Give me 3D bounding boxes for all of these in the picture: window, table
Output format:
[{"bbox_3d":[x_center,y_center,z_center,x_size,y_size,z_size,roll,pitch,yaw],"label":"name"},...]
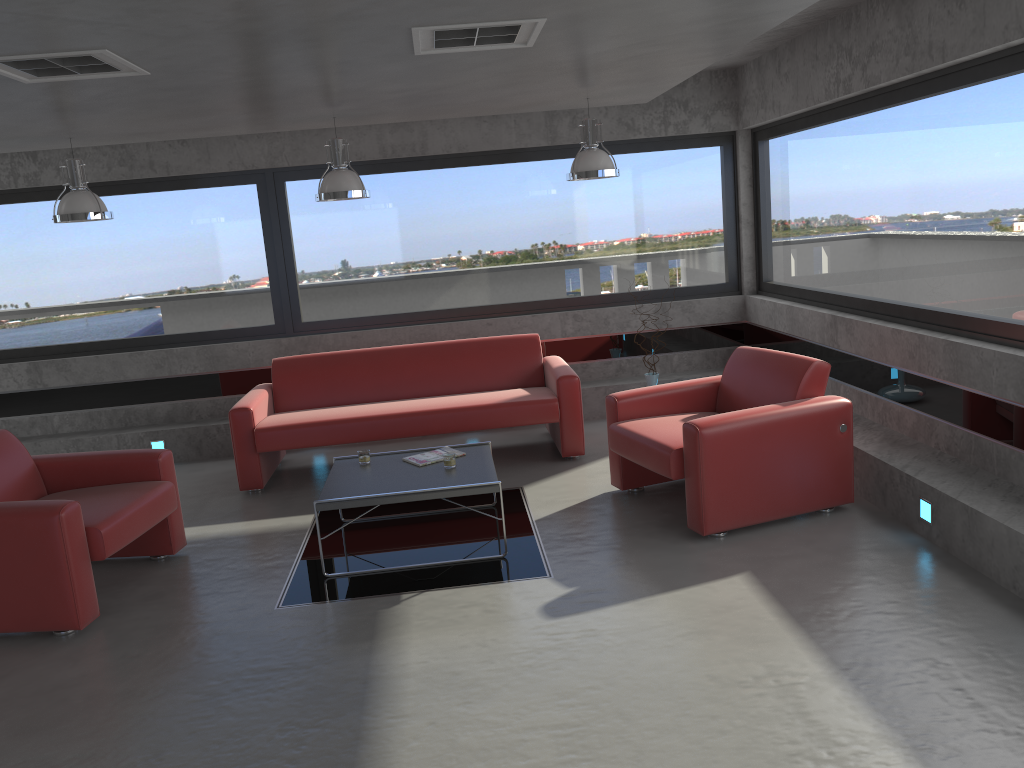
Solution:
[{"bbox_3d":[2.491,-1.187,5.865,0.003,1.364,4.583,-6,10,-4],"label":"window"},{"bbox_3d":[-0.586,0.717,5.311,1.018,0.436,0.994,-6,10,-4],"label":"table"},{"bbox_3d":[-1.854,-1.209,8.018,7.800,1.364,0.003,-6,10,-4],"label":"window"}]

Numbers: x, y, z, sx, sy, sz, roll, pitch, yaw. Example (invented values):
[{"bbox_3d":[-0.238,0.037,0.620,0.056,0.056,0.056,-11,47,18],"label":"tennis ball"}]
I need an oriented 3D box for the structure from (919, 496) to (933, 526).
[{"bbox_3d":[2.174,0.667,4.658,0.004,0.123,0.123,-6,10,-4],"label":"structure"}]

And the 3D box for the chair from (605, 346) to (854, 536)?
[{"bbox_3d":[1.260,0.274,5.482,1.130,0.854,1.196,-8,11,-19],"label":"chair"}]

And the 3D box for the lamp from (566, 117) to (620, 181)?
[{"bbox_3d":[0.570,-1.697,6.394,0.389,0.422,0.388,-8,11,-14],"label":"lamp"}]

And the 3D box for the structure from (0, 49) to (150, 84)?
[{"bbox_3d":[-1.945,-1.479,3.803,0.563,0.240,0.563,-6,10,-4],"label":"structure"}]

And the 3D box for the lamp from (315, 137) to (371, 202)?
[{"bbox_3d":[-1.217,-1.521,6.273,0.388,0.422,0.389,-6,10,-4],"label":"lamp"}]

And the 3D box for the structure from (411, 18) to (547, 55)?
[{"bbox_3d":[-0.168,-1.654,3.924,0.563,0.240,0.563,-6,10,-4],"label":"structure"}]

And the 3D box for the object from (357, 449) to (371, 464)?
[{"bbox_3d":[-0.923,0.456,5.538,0.079,0.077,0.079,-9,11,-21],"label":"object"}]

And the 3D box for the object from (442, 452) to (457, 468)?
[{"bbox_3d":[-0.372,0.455,5.281,0.079,0.077,0.079,-4,10,4],"label":"object"}]

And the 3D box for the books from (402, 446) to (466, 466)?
[{"bbox_3d":[-0.486,0.449,5.525,0.326,0.022,0.228,-12,12,-33],"label":"books"}]

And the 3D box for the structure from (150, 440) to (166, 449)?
[{"bbox_3d":[-3.090,0.554,7.743,0.123,0.123,0.004,-6,10,-4],"label":"structure"}]

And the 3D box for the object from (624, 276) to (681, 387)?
[{"bbox_3d":[1.215,-0.284,7.544,0.466,1.289,0.531,-3,10,9],"label":"object"}]

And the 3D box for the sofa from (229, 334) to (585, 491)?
[{"bbox_3d":[-0.806,0.167,7.034,2.626,0.854,1.120,-6,10,-4],"label":"sofa"}]

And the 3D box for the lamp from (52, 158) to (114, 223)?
[{"bbox_3d":[-3.004,-1.345,6.151,0.388,0.422,0.389,-6,10,-4],"label":"lamp"}]

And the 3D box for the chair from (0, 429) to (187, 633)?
[{"bbox_3d":[-2.556,0.713,4.879,1.130,0.854,1.196,-4,10,6],"label":"chair"}]
